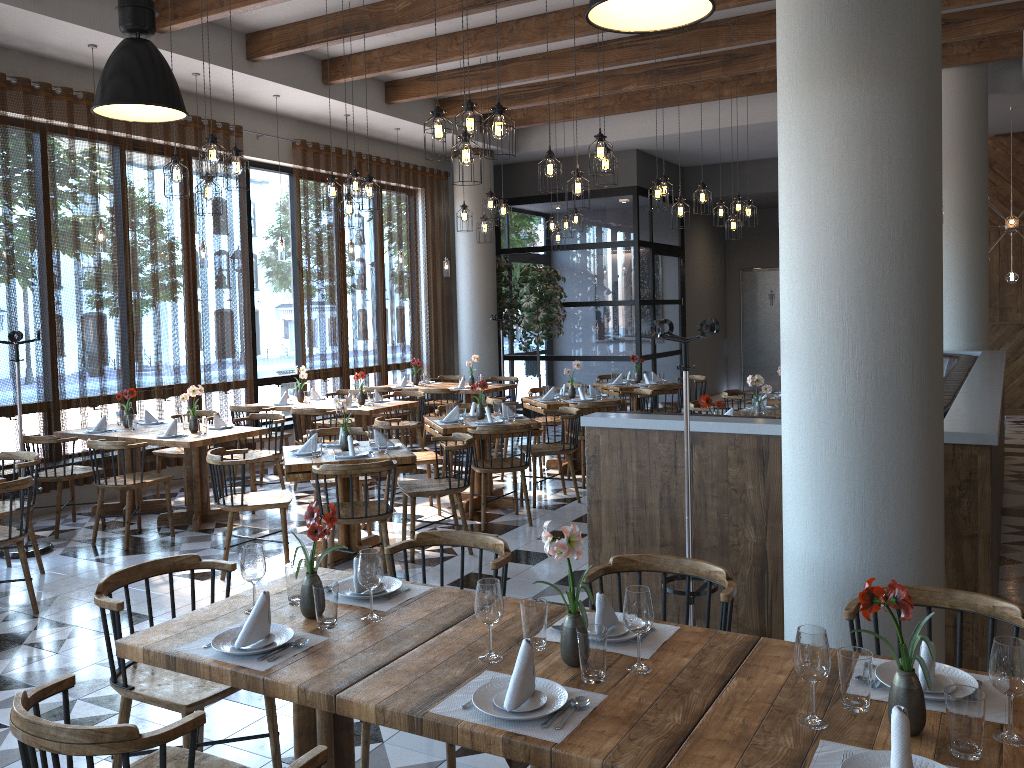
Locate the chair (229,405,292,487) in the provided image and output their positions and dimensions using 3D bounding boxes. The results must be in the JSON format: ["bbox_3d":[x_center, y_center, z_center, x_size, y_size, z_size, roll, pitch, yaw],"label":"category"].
[{"bbox_3d":[-2.620,0.609,9.197,0.519,0.816,0.551,0,4,29],"label":"chair"}]

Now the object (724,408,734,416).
[{"bbox_3d":[1.687,0.255,7.027,0.272,0.137,0.353,1,5,30],"label":"object"}]

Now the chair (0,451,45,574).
[{"bbox_3d":[-3.478,0.902,5.965,0.519,0.816,0.551,0,4,29],"label":"chair"}]

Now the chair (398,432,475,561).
[{"bbox_3d":[-0.535,0.791,6.376,0.550,0.816,0.520,-2,3,-15],"label":"chair"}]

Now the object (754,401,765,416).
[{"bbox_3d":[1.874,0.238,6.711,0.081,0.215,0.081,-2,3,-7],"label":"object"}]

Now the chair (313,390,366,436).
[{"bbox_3d":[-1.979,0.497,10.332,0.519,0.816,0.551,0,4,29],"label":"chair"}]

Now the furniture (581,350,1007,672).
[{"bbox_3d":[2.826,0.481,7.056,1.918,1.148,6.603,1,5,29],"label":"furniture"}]

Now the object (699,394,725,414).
[{"bbox_3d":[1.338,0.245,5.956,0.171,0.354,0.156,0,3,32],"label":"object"}]

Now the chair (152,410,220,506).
[{"bbox_3d":[-3.060,0.685,8.417,0.519,0.816,0.551,0,4,29],"label":"chair"}]

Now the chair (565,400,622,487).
[{"bbox_3d":[0.815,0.556,8.766,0.519,0.816,0.550,-2,3,-15],"label":"chair"}]

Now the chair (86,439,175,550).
[{"bbox_3d":[-2.967,0.813,6.867,0.519,0.816,0.551,0,4,29],"label":"chair"}]

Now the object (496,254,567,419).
[{"bbox_3d":[0.095,-0.717,13.561,1.634,2.587,1.383,-1,3,13],"label":"object"}]

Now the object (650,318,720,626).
[{"bbox_3d":[0.792,0.538,3.977,0.374,1.655,0.375,-1,3,7],"label":"object"}]

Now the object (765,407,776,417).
[{"bbox_3d":[2.039,0.252,6.983,0.080,0.132,0.080,0,3,29],"label":"object"}]

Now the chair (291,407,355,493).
[{"bbox_3d":[-1.886,0.624,8.782,0.519,0.816,0.551,0,4,29],"label":"chair"}]

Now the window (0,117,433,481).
[{"bbox_3d":[-4.219,-0.622,5.941,4.491,3.158,15.169,-1,5,6],"label":"window"}]

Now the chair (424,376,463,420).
[{"bbox_3d":[-0.920,0.312,12.207,0.519,0.816,0.551,0,4,29],"label":"chair"}]

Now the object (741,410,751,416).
[{"bbox_3d":[1.802,0.272,6.818,0.080,0.132,0.080,1,4,34],"label":"object"}]

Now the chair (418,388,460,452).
[{"bbox_3d":[-0.827,0.440,10.657,0.519,0.816,0.551,0,4,29],"label":"chair"}]

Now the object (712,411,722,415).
[{"bbox_3d":[1.417,0.299,6.125,0.081,0.215,0.081,1,3,38],"label":"object"}]

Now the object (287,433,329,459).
[{"bbox_3d":[-1.413,0.411,6.120,0.272,0.137,0.352,-3,5,-15],"label":"object"}]

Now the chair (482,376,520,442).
[{"bbox_3d":[-0.186,0.328,11.792,0.519,0.816,0.551,0,4,29],"label":"chair"}]

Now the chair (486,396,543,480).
[{"bbox_3d":[0.021,0.539,9.215,0.550,0.816,0.520,-2,3,-15],"label":"chair"}]

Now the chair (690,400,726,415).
[{"bbox_3d":[1.921,0.576,8.189,0.550,0.816,0.520,0,4,29],"label":"chair"}]

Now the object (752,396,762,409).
[{"bbox_3d":[1.968,0.203,7.102,0.081,0.215,0.081,-2,3,-7],"label":"object"}]

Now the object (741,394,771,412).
[{"bbox_3d":[2.231,0.160,7.991,0.272,0.137,0.353,1,5,30],"label":"object"}]

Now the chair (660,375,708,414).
[{"bbox_3d":[2.194,0.314,11.227,0.550,0.816,0.520,-2,3,-15],"label":"chair"}]

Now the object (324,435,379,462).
[{"bbox_3d":[-1.081,0.418,5.936,0.352,0.137,0.273,-3,4,-15],"label":"object"}]

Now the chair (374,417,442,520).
[{"bbox_3d":[-0.892,0.698,7.597,0.550,0.816,0.520,-2,3,-15],"label":"chair"}]

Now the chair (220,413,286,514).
[{"bbox_3d":[-2.325,0.701,8.002,0.519,0.816,0.551,0,4,29],"label":"chair"}]

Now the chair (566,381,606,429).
[{"bbox_3d":[0.949,0.377,10.859,0.550,0.816,0.520,-2,3,-15],"label":"chair"}]

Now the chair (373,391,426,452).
[{"bbox_3d":[-1.244,0.513,9.917,0.519,0.816,0.551,0,4,29],"label":"chair"}]

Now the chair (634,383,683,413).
[{"bbox_3d":[1.743,0.394,10.411,0.519,0.816,0.550,-2,3,-15],"label":"chair"}]

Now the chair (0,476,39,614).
[{"bbox_3d":[-3.084,0.960,5.146,0.550,0.816,0.520,0,4,29],"label":"chair"}]

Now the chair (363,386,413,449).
[{"bbox_3d":[-1.562,0.424,11.072,0.519,0.816,0.551,0,4,29],"label":"chair"}]

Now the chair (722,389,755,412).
[{"bbox_3d":[2.462,0.482,9.148,0.550,0.816,0.520,0,4,29],"label":"chair"}]

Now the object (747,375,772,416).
[{"bbox_3d":[1.929,0.128,6.905,0.206,0.399,0.146,0,3,32],"label":"object"}]

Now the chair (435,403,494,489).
[{"bbox_3d":[-0.445,0.620,8.390,0.519,0.816,0.550,-2,3,-15],"label":"chair"}]

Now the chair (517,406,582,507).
[{"bbox_3d":[0.349,0.637,7.941,0.550,0.816,0.520,-2,3,-15],"label":"chair"}]

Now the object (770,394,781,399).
[{"bbox_3d":[2.771,0.066,8.947,0.272,0.137,0.353,1,5,30],"label":"object"}]

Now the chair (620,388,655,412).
[{"bbox_3d":[1.262,0.478,9.559,0.550,0.816,0.520,-2,3,-15],"label":"chair"}]

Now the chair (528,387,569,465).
[{"bbox_3d":[0.469,0.461,10.007,0.519,0.816,0.550,-2,3,-15],"label":"chair"}]

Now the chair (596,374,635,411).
[{"bbox_3d":[1.397,0.299,11.652,0.519,0.816,0.550,-2,3,-15],"label":"chair"}]

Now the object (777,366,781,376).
[{"bbox_3d":[2.445,0.033,7.874,0.146,0.399,0.207,1,4,37],"label":"object"}]

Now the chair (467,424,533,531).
[{"bbox_3d":[-0.099,0.715,7.149,0.519,0.816,0.550,-2,3,-15],"label":"chair"}]

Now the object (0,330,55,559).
[{"bbox_3d":[-3.652,0.433,6.592,0.374,1.655,0.375,-1,3,12],"label":"object"}]

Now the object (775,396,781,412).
[{"bbox_3d":[2.355,0.176,7.799,0.080,0.132,0.080,-1,3,14],"label":"object"}]

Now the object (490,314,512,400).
[{"bbox_3d":[-0.135,-0.181,12.824,0.375,1.655,0.375,-3,3,-38],"label":"object"}]

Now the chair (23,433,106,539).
[{"bbox_3d":[-3.702,0.797,7.282,0.519,0.816,0.551,0,4,29],"label":"chair"}]

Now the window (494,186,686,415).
[{"bbox_3d":[1.309,-1.322,14.943,2.727,3.542,2.190,0,4,29],"label":"window"}]
